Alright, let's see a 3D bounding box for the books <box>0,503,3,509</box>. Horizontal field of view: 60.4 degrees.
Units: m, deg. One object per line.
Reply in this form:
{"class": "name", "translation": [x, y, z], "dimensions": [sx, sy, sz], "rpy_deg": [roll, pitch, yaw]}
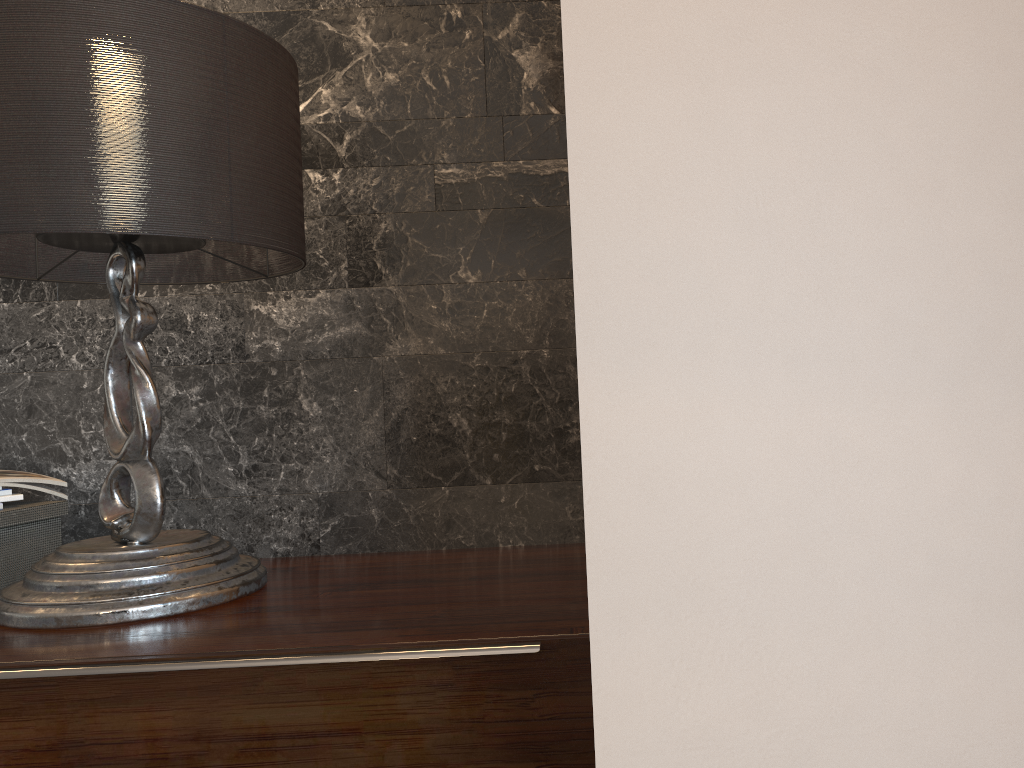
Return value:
{"class": "books", "translation": [-1.091, 0.222, 1.512], "dimensions": [0.336, 0.011, 0.239], "rpy_deg": [-2, -1, -41]}

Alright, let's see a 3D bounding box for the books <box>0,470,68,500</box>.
{"class": "books", "translation": [-1.034, 0.175, 1.560], "dimensions": [0.268, 0.109, 0.329], "rpy_deg": [-3, -1, 13]}

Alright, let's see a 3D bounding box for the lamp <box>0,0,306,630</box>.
{"class": "lamp", "translation": [-0.664, -0.101, 1.520], "dimensions": [0.566, 0.933, 0.619], "rpy_deg": [-3, -1, 29]}

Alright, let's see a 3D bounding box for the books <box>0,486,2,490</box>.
{"class": "books", "translation": [-1.106, 0.191, 1.517], "dimensions": [0.239, 0.011, 0.336], "rpy_deg": [-3, -1, 44]}

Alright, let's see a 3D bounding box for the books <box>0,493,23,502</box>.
{"class": "books", "translation": [-1.077, 0.211, 1.521], "dimensions": [0.239, 0.011, 0.336], "rpy_deg": [-3, -1, 39]}

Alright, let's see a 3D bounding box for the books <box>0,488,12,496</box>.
{"class": "books", "translation": [-1.097, 0.201, 1.520], "dimensions": [0.239, 0.011, 0.336], "rpy_deg": [-3, -1, 39]}
